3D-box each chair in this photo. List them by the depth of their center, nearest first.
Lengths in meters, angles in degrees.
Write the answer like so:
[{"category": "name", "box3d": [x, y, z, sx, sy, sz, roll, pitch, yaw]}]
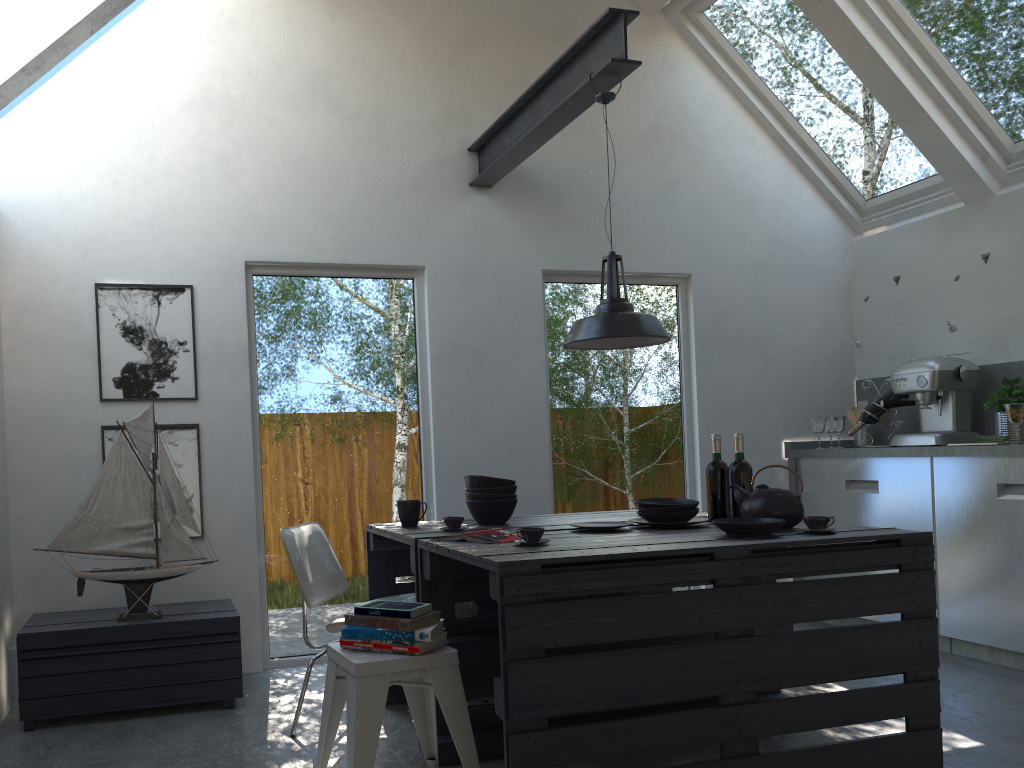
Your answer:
[{"category": "chair", "box3d": [-0.369, 1.075, 2.738, 0.418, 0.504, 0.440, -1, -2, -25]}, {"category": "chair", "box3d": [-0.540, 0.985, 3.617, 0.794, 0.818, 0.678, -2, -2, 11]}]

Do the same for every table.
[{"category": "table", "box3d": [0.366, 0.947, 3.370, 1.452, 0.796, 1.666, -1, -4, -20]}, {"category": "table", "box3d": [-1.723, 1.258, 3.997, 0.895, 0.415, 0.544, -1, -3, -18]}]

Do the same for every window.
[{"category": "window", "box3d": [2.130, -1.746, 4.058, 1.427, 1.389, 0.862, -1, -1, -18]}, {"category": "window", "box3d": [-0.915, 0.435, 4.739, 0.952, 2.127, 0.061, -2, 0, -17]}, {"category": "window", "box3d": [1.749, -1.652, 5.009, 1.434, 1.395, 0.862, -1, -1, -18]}, {"category": "window", "box3d": [0.636, 0.419, 5.199, 0.952, 2.127, 0.061, -2, 0, -17]}]

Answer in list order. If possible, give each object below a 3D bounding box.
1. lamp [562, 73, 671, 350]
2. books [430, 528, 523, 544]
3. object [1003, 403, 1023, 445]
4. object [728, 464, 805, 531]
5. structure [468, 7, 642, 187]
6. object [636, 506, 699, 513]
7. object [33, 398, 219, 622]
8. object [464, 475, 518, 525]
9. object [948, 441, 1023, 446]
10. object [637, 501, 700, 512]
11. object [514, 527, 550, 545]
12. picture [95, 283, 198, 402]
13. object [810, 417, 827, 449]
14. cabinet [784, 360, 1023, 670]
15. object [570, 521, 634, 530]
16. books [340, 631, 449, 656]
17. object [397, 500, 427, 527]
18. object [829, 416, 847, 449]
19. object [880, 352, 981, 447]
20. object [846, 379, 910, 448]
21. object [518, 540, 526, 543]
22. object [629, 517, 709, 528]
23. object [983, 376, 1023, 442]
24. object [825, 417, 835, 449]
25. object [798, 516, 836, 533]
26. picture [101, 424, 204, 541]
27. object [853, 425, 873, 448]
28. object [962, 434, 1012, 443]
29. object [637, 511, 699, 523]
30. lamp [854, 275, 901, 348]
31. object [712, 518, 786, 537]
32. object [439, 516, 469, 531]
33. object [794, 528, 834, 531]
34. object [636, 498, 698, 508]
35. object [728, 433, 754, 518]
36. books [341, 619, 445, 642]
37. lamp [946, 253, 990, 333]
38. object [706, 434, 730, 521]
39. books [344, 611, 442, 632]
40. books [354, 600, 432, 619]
[{"category": "lamp", "box3d": [0.397, -0.709, 3.537, 0.415, 1.096, 0.448, -2, 0, -20]}, {"category": "books", "box3d": [-0.103, 0.531, 3.082, 0.324, 0.030, 0.210, -5, -6, 38]}, {"category": "object", "box3d": [2.329, 0.186, 4.037, 0.104, 0.192, 0.093, -2, -1, 29]}, {"category": "object", "box3d": [0.918, 0.401, 3.098, 0.211, 0.232, 0.219, -1, -2, -18]}, {"category": "structure", "box3d": [-0.057, -1.232, 4.584, 0.131, 0.208, 2.627, -1, -4, -22]}, {"category": "object", "box3d": [0.593, 0.492, 3.326, 0.223, 0.063, 0.235, -1, -4, -15]}, {"category": "object", "box3d": [-1.727, 0.556, 3.917, 0.763, 0.990, 0.145, -1, 0, -17]}, {"category": "object", "box3d": [-0.088, 0.490, 3.716, 0.207, 0.214, 0.200, -1, -2, -18]}, {"category": "object", "box3d": [2.307, 0.291, 4.261, 0.174, 0.012, 0.274, 0, -5, -23]}, {"category": "object", "box3d": [0.595, 0.479, 3.329, 0.222, 0.063, 0.236, -1, -4, -15]}, {"category": "object", "box3d": [0.065, 0.492, 2.834, 0.114, 0.056, 0.119, -1, -4, -12]}, {"category": "picture", "box3d": [-1.829, -0.207, 4.383, 0.456, 0.583, 0.026, -1, 0, -17]}, {"category": "object", "box3d": [1.841, 0.295, 5.243, 0.094, 0.192, 0.103, -2, -1, -26]}, {"category": "cabinet", "box3d": [2.523, 0.593, 4.124, 0.546, 1.475, 2.968, -2, -3, -22]}, {"category": "object", "box3d": [0.335, 0.532, 3.268, 0.228, 0.019, 0.242, -1, -5, -15]}, {"category": "books", "box3d": [-0.369, 0.804, 2.749, 0.300, 0.035, 0.188, -4, -5, 27]}, {"category": "object", "box3d": [-0.429, 0.548, 3.699, 0.096, 0.109, 0.136, -1, -3, -29]}, {"category": "object", "box3d": [1.936, 0.287, 5.186, 0.099, 0.192, 0.097, -2, -1, 3]}, {"category": "object", "box3d": [2.260, 0.089, 4.735, 0.413, 0.500, 0.372, -1, -2, -20]}, {"category": "object", "box3d": [2.109, 0.171, 5.088, 0.340, 0.393, 0.228, -2, -1, 10]}, {"category": "object", "box3d": [0.035, 0.512, 2.867, 0.028, 0.013, 0.130, -2, -4, 4]}, {"category": "object", "box3d": [0.596, 0.528, 3.328, 0.304, 0.024, 0.288, -3, -4, 12]}, {"category": "object", "box3d": [2.508, 0.133, 4.396, 0.260, 0.341, 0.238, -3, -1, 23]}, {"category": "object", "box3d": [1.944, 0.298, 5.330, 0.105, 0.192, 0.092, -3, -1, 41]}, {"category": "object", "box3d": [1.012, 0.466, 2.905, 0.111, 0.056, 0.122, 0, -4, -27]}, {"category": "picture", "box3d": [-1.799, 0.496, 4.386, 0.456, 0.583, 0.026, -1, 0, -17]}, {"category": "object", "box3d": [2.150, 0.322, 5.357, 0.112, 0.132, 0.102, -3, -2, 22]}, {"category": "object", "box3d": [2.296, 0.270, 4.280, 0.141, 0.053, 0.279, -1, -4, -6]}, {"category": "object", "box3d": [0.593, 0.507, 3.328, 0.240, 0.047, 0.219, -4, -5, 21]}, {"category": "lamp", "box3d": [2.163, -0.429, 5.193, 0.321, 0.437, 0.062, -1, 0, -17]}, {"category": "object", "box3d": [0.782, 0.474, 2.892, 0.240, 0.047, 0.219, -4, -5, 21]}, {"category": "object", "box3d": [-0.228, 0.548, 3.433, 0.110, 0.056, 0.123, 0, -4, -32]}, {"category": "object", "box3d": [0.992, 0.481, 2.871, 0.130, 0.013, 0.028, -2, -4, -5]}, {"category": "object", "box3d": [0.589, 0.468, 3.334, 0.221, 0.058, 0.238, 0, -4, -20]}, {"category": "object", "box3d": [0.881, 0.361, 3.369, 0.094, 0.344, 0.088, -2, 0, 14]}, {"category": "books", "box3d": [-0.370, 0.770, 2.749, 0.293, 0.033, 0.192, -3, -4, 13]}, {"category": "lamp", "box3d": [2.407, -0.484, 4.608, 0.322, 0.435, 0.062, -1, 0, -28]}, {"category": "object", "box3d": [0.822, 0.372, 3.491, 0.095, 0.344, 0.087, -2, 0, 19]}, {"category": "books", "box3d": [-0.374, 0.737, 2.754, 0.270, 0.032, 0.165, -5, -5, 32]}, {"category": "books", "box3d": [-0.372, 0.708, 2.750, 0.216, 0.025, 0.136, -4, -5, 27]}]
